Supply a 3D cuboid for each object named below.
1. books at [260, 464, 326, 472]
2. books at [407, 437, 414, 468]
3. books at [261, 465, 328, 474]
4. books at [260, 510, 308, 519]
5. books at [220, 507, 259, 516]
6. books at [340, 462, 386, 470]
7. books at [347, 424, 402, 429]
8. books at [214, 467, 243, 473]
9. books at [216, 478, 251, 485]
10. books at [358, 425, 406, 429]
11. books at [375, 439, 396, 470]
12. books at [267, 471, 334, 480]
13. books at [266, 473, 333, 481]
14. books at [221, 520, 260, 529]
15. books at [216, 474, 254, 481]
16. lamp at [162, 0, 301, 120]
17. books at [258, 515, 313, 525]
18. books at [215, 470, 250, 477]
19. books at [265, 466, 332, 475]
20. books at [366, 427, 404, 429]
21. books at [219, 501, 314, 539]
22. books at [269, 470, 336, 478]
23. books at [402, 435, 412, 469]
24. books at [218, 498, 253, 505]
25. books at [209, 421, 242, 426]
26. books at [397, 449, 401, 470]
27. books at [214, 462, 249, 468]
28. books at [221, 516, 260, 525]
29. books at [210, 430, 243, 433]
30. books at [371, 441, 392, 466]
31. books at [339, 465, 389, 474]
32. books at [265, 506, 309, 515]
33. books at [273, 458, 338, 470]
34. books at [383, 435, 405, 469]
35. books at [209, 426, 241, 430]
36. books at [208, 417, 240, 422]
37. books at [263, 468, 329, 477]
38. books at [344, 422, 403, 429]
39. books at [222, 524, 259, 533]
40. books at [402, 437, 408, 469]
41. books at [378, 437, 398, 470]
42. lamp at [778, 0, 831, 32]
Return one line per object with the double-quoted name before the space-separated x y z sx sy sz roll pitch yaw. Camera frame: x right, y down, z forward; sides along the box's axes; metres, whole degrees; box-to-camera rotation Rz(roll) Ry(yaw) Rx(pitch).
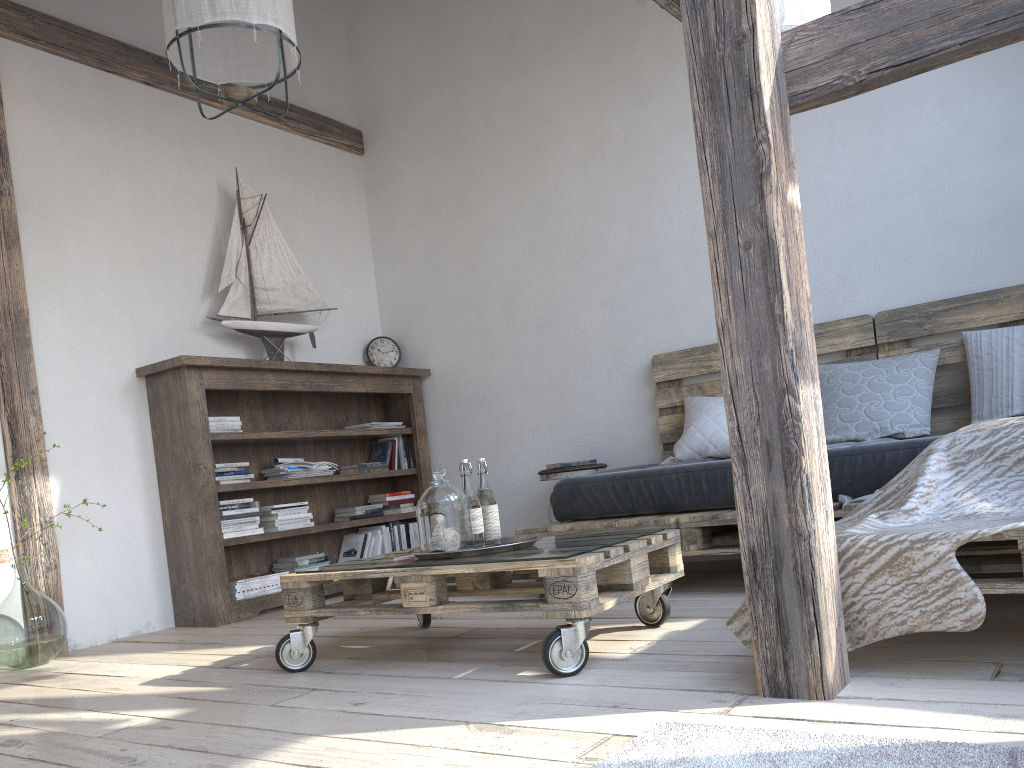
"books" -1.096 0.421 4.413 0.257 0.009 0.207 -1 -8 -43
"books" -0.637 0.408 5.109 0.140 0.185 0.020 -8 0 35
"books" -1.089 0.429 4.414 0.206 0.009 0.257 -12 -8 41
"books" -1.122 0.640 4.326 0.140 0.018 0.184 -11 -7 34
"books" -1.306 0.595 4.066 0.158 0.021 0.218 -10 -7 29
"books" -0.816 0.449 4.830 0.151 0.021 0.204 -11 -8 38
"books" -0.781 0.241 4.912 0.206 0.009 0.257 -12 -8 41
"books" -1.342 0.402 4.088 0.132 0.021 0.200 -7 -6 1
"books" -1.334 0.460 4.095 0.140 0.020 0.184 -10 -7 29
"books" -0.754 0.249 4.936 0.206 0.009 0.257 -10 -7 26
"books" -0.718 0.409 4.986 0.140 0.176 0.059 -8 0 33
"books" -1.060 0.460 4.417 0.206 0.009 0.257 -12 -8 39
"books" -1.064 0.469 4.410 0.206 0.009 0.257 -12 -8 43
"books" -1.307 0.655 4.073 0.158 0.017 0.219 -11 -7 34
"books" -1.339 0.442 4.091 0.158 0.017 0.219 -11 -7 34
"lamp" -0.902 -1.399 2.716 0.399 1.082 0.409 -7 0 -14
"books" -1.118 0.670 4.334 0.158 0.017 0.218 -12 -8 39
"books" -1.345 0.422 4.085 0.207 0.020 0.148 -2 -8 -39
"books" -1.072 0.435 4.414 0.206 0.009 0.257 -12 -8 41
"books" -0.761 0.257 4.924 0.206 0.009 0.257 -10 -7 29
"books" -1.226 0.640 4.209 0.208 0.151 0.547 -9 -6 34
"books" -1.052 0.452 4.427 0.206 0.009 0.257 -11 -8 36
"books" -0.647 0.399 5.080 0.137 0.200 0.021 -7 0 35
"books" -1.312 0.547 4.057 0.140 0.018 0.184 -11 -7 34
"books" -1.388 0.194 4.063 0.159 0.021 0.218 -11 -7 35
"books" -0.691 0.413 5.038 0.118 0.172 0.018 -7 0 35
"books" -1.343 0.384 4.094 0.140 0.018 0.184 -11 -7 34
"books" -1.302 0.635 4.055 0.158 0.017 0.218 -12 -8 39
"books" -1.384 0.232 4.066 0.158 0.017 0.219 -10 -7 29
"books" -0.739 0.411 4.961 0.132 0.172 0.081 -8 -1 35
"books" -0.813 0.476 4.839 0.163 0.030 0.218 -11 -8 38
"books" -1.142 0.628 4.348 0.158 0.017 0.218 -12 -8 39
"books" -1.040 0.407 4.441 0.222 0.088 0.261 -8 -6 15
"books" -0.676 0.398 5.052 0.136 0.201 0.021 -7 0 35
"books" -1.370 0.211 4.055 0.140 0.018 0.184 -11 -7 34
"books" -1.397 0.172 4.067 0.159 0.021 0.218 -11 -7 35
"books" -1.083 0.445 4.408 0.257 0.009 0.207 -2 -8 -38
"books" -0.772 0.232 4.920 0.206 0.009 0.257 -10 -7 31
"books" -1.311 0.675 4.071 0.159 0.021 0.218 -11 -7 34
"books" -0.665 0.406 5.069 0.140 0.185 0.020 -8 0 35
"books" -0.708 0.402 5.010 0.140 0.191 0.050 -8 0 34
"lamp" 0.651 -1.530 2.541 0.406 1.516 0.401 -7 1 -14
